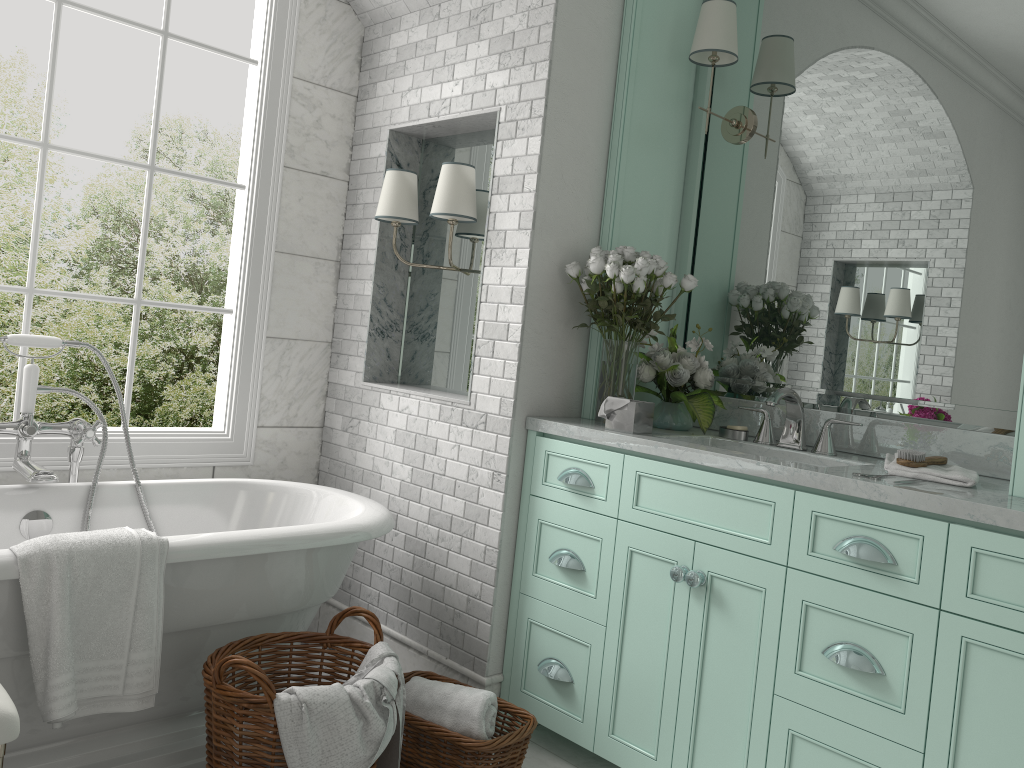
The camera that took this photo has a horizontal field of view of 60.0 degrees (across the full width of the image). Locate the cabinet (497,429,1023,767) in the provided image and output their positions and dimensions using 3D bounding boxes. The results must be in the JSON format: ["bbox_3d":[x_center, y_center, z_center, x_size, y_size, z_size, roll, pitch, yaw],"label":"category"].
[{"bbox_3d":[1.238,0.869,2.442,0.861,1.097,2.805,5,3,-44],"label":"cabinet"}]

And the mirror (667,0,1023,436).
[{"bbox_3d":[1.216,-0.867,3.110,0.015,1.932,1.439,6,1,-44],"label":"mirror"}]

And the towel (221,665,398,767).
[{"bbox_3d":[-0.520,0.953,2.330,0.398,0.438,0.485,5,2,-43],"label":"towel"}]

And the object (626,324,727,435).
[{"bbox_3d":[0.612,-0.026,3.307,0.393,0.402,0.453,5,2,-42],"label":"object"}]

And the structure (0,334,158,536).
[{"bbox_3d":[-1.517,0.490,3.007,0.778,1.285,0.341,5,1,-34],"label":"structure"}]

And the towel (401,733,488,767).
[{"bbox_3d":[-0.201,1.160,2.714,0.312,0.163,0.153,8,2,36],"label":"towel"}]

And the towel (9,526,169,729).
[{"bbox_3d":[-1.136,0.615,2.334,0.374,0.463,0.454,5,2,-42],"label":"towel"}]

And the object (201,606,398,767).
[{"bbox_3d":[-0.584,0.950,2.399,0.518,0.570,0.520,6,2,-12],"label":"object"}]

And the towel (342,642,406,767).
[{"bbox_3d":[-0.528,0.971,2.407,0.460,0.469,0.383,6,1,-5],"label":"towel"}]

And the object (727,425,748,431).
[{"bbox_3d":[0.803,0.158,3.158,0.051,0.022,0.077,5,3,-23],"label":"object"}]

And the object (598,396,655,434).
[{"bbox_3d":[0.382,0.104,3.000,0.136,0.113,0.146,8,3,42],"label":"object"}]

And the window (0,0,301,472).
[{"bbox_3d":[-1.680,-0.852,3.175,1.828,2.323,0.118,5,1,-44],"label":"window"}]

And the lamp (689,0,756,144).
[{"bbox_3d":[0.795,-1.177,3.366,0.183,0.487,0.308,7,1,45],"label":"lamp"}]

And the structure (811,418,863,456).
[{"bbox_3d":[1.072,0.175,2.918,0.157,0.121,0.083,7,2,30],"label":"structure"}]

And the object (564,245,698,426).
[{"bbox_3d":[0.393,-0.167,3.174,0.391,0.653,0.357,5,1,-32],"label":"object"}]

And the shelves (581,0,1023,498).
[{"bbox_3d":[1.506,-0.766,2.517,0.464,2.123,2.816,5,2,-44],"label":"shelves"}]

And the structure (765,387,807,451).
[{"bbox_3d":[0.920,0.115,2.950,0.103,0.205,0.234,7,2,35],"label":"structure"}]

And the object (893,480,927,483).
[{"bbox_3d":[1.051,0.258,2.346,0.167,0.005,0.020,4,4,-40],"label":"object"}]

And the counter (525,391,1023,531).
[{"bbox_3d":[1.318,0.239,2.452,0.822,0.181,2.814,3,4,-44],"label":"counter"}]

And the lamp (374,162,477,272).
[{"bbox_3d":[-0.304,-0.663,3.566,0.308,0.383,0.549,5,2,-44],"label":"lamp"}]

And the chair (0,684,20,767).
[{"bbox_3d":[-1.232,0.897,1.754,0.370,0.602,0.367,5,1,-44],"label":"chair"}]

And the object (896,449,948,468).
[{"bbox_3d":[1.198,0.216,2.568,0.228,0.044,0.068,4,3,-35],"label":"object"}]

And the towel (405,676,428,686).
[{"bbox_3d":[-0.204,1.051,2.833,0.313,0.186,0.164,7,2,16],"label":"towel"}]

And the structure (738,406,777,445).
[{"bbox_3d":[0.858,0.143,3.113,0.157,0.121,0.083,7,2,30],"label":"structure"}]

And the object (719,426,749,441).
[{"bbox_3d":[0.794,0.177,3.177,0.079,0.035,0.134,5,3,-26],"label":"object"}]

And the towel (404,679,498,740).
[{"bbox_3d":[-0.191,1.012,2.692,0.322,0.211,0.149,7,2,29],"label":"towel"}]

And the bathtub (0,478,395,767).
[{"bbox_3d":[-1.363,0.758,2.681,2.161,0.757,0.944,4,3,-44],"label":"bathtub"}]

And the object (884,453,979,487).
[{"bbox_3d":[1.194,0.246,2.546,0.317,0.056,0.239,8,4,42],"label":"object"}]

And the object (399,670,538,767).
[{"bbox_3d":[-0.208,1.126,2.779,0.551,0.261,0.345,8,3,36],"label":"object"}]

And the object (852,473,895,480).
[{"bbox_3d":[0.988,0.249,2.422,0.075,0.007,0.175,8,4,38],"label":"object"}]
